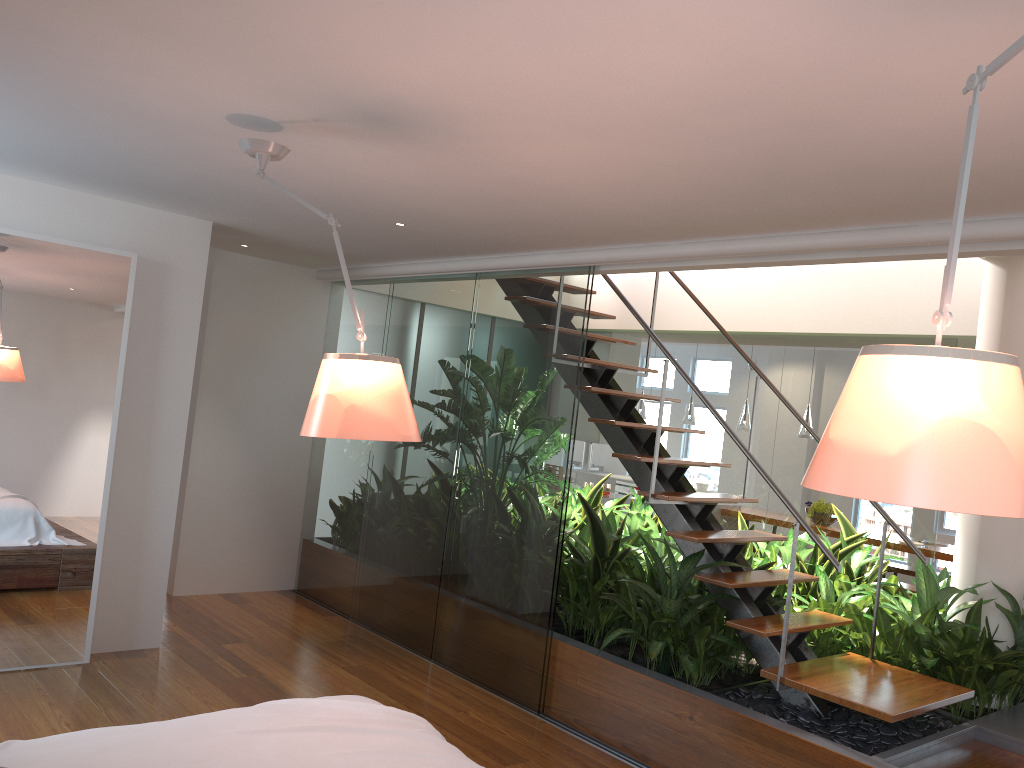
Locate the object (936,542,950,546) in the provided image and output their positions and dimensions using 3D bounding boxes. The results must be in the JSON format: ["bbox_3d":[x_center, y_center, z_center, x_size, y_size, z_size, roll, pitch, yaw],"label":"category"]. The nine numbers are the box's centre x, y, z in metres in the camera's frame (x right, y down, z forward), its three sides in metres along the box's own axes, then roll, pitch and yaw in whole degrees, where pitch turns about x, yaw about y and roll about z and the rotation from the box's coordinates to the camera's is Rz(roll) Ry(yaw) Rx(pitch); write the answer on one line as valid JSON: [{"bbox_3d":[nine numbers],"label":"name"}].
[{"bbox_3d":[3.927,1.476,8.209,0.222,0.020,0.222,6,-2,41],"label":"object"}]

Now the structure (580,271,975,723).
[{"bbox_3d":[1.029,-0.475,5.915,2.552,4.265,4.591,8,-2,-41],"label":"structure"}]

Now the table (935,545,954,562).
[{"bbox_3d":[2.408,1.691,9.613,0.893,0.704,5.996,8,-2,-41],"label":"table"}]

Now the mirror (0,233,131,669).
[{"bbox_3d":[-2.522,0.308,4.072,1.267,2.044,0.049,8,-2,-41],"label":"mirror"}]

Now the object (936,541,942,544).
[{"bbox_3d":[3.927,1.470,8.209,0.079,0.030,0.070,7,-1,2],"label":"object"}]

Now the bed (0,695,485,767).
[{"bbox_3d":[-0.649,1.225,1.907,2.314,0.595,2.207,8,-2,-41],"label":"bed"}]

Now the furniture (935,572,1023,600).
[{"bbox_3d":[4.125,2.028,8.468,0.316,0.389,1.433,8,-2,-41],"label":"furniture"}]

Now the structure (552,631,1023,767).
[{"bbox_3d":[1.377,1.658,5.508,3.088,0.386,5.584,8,-2,-41],"label":"structure"}]
